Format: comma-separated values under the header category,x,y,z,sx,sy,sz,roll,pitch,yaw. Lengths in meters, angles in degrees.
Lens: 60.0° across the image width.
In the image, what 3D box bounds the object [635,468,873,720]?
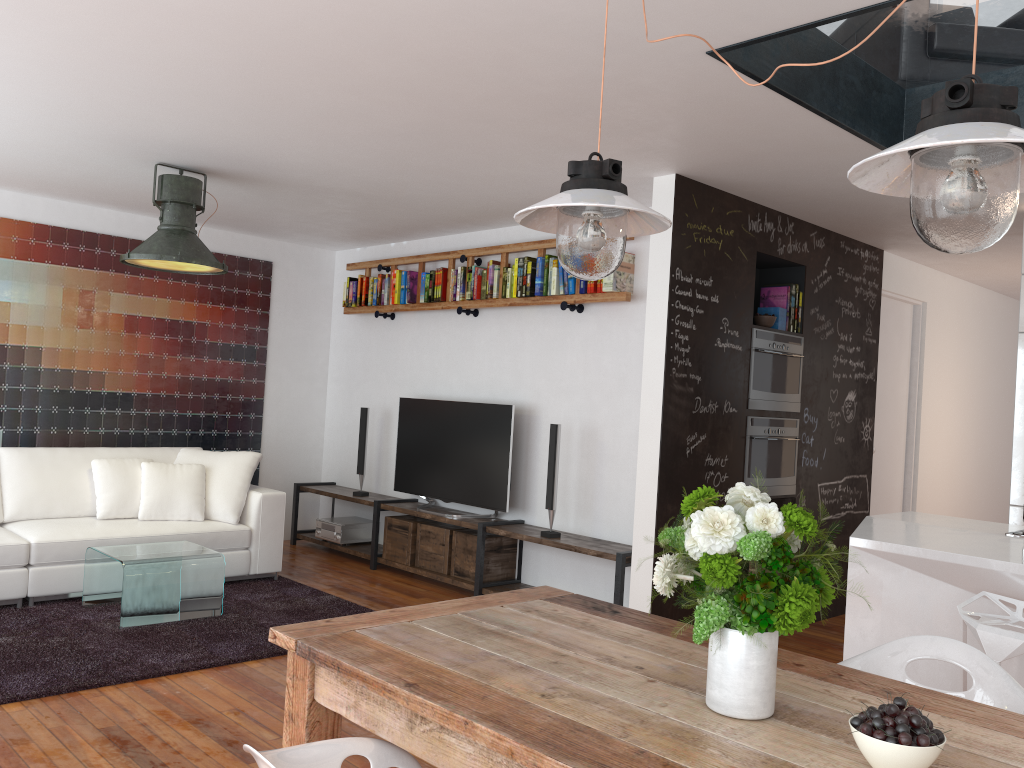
category,x,y,z,sx,sy,sz,roll,pitch,yaw
object,0.468,0.400,1.779,0.432,0.476,0.371,3,-1,-2

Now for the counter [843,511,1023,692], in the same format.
category,x,y,z,sx,sy,sz,roll,pitch,yaw
counter,2.272,1.050,2.957,0.956,0.903,2.289,4,-1,-44

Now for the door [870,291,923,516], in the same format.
category,x,y,z,sx,sy,sz,roll,pitch,yaw
door,2.759,0.467,6.536,0.823,2.236,0.120,4,-1,-44

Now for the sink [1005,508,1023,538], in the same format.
category,x,y,z,sx,sy,sz,roll,pitch,yaw
sink,2.235,0.487,3.399,0.459,0.570,0.492,4,-1,-44

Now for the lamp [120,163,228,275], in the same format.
category,x,y,z,sx,sy,sz,roll,pitch,yaw
lamp,-1.887,-0.937,5.013,0.572,0.561,0.572,4,-1,-39

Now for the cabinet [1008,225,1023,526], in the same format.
category,x,y,z,sx,sy,sz,roll,pitch,yaw
cabinet,3.822,0.359,4.164,0.946,2.506,2.404,4,-1,-44

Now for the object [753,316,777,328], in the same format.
category,x,y,z,sx,sy,sz,roll,pitch,yaw
object,1.492,-0.363,5.239,0.132,0.069,0.132,4,-1,-11

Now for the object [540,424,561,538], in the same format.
category,x,y,z,sx,sy,sz,roll,pitch,yaw
object,0.256,0.589,5.416,0.089,0.687,0.089,4,-1,-34

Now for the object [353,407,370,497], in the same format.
category,x,y,z,sx,sy,sz,roll,pitch,yaw
object,-1.157,0.528,6.915,0.089,0.687,0.089,3,-1,31

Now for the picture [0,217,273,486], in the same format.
category,x,y,z,sx,sy,sz,roll,pitch,yaw
picture,-3.040,-0.019,6.362,2.770,2.136,0.007,4,-1,-44

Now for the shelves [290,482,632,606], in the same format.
category,x,y,z,sx,sy,sz,roll,pitch,yaw
shelves,-0.468,1.135,6.221,0.414,0.506,3.473,4,-1,-44

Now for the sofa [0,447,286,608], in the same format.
category,x,y,z,sx,sy,sz,roll,pitch,yaw
sofa,-2.950,0.798,5.177,3.086,0.842,0.987,4,-1,-44

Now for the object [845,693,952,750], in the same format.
category,x,y,z,sx,sy,sz,roll,pitch,yaw
object,0.630,0.554,1.450,0.159,0.095,0.141,3,-1,32

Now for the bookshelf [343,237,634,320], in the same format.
category,x,y,z,sx,sy,sz,roll,pitch,yaw
bookshelf,-0.304,-0.718,6.329,0.161,0.465,2.983,4,-1,-44

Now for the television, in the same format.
category,x,y,z,sx,sy,sz,roll,pitch,yaw
television,-0.424,0.512,6.231,0.298,0.786,1.230,4,-1,-44

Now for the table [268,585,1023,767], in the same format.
category,x,y,z,sx,sy,sz,roll,pitch,yaw
table,0.398,1.003,1.769,0.969,0.735,1.910,4,-1,-44

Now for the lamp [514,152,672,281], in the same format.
category,x,y,z,sx,sy,sz,roll,pitch,yaw
lamp,0.191,-0.398,2.102,0.372,0.306,0.372,3,-1,40

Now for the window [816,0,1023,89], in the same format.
category,x,y,z,sx,sy,sz,roll,pitch,yaw
window,2.156,-1.312,2.511,1.546,0.035,2.700,4,-1,-44

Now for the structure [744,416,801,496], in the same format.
category,x,y,z,sx,sy,sz,roll,pitch,yaw
structure,1.551,0.430,5.223,0.585,0.462,0.052,4,-1,-44

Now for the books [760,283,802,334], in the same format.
category,x,y,z,sx,sy,sz,roll,pitch,yaw
books,1.652,-0.466,5.495,0.152,0.303,0.230,4,-1,-44

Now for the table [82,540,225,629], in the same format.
category,x,y,z,sx,sy,sz,roll,pitch,yaw
table,-1.987,1.089,4.919,0.551,0.337,0.565,4,-1,-44

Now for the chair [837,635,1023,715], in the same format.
category,x,y,z,sx,sy,sz,roll,pitch,yaw
chair,1.058,1.060,2.309,0.577,0.710,0.505,3,-1,36

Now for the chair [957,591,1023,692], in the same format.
category,x,y,z,sx,sy,sz,roll,pitch,yaw
chair,1.535,1.072,2.740,0.428,0.765,0.492,4,-1,-34

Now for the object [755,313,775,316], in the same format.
category,x,y,z,sx,sy,sz,roll,pitch,yaw
object,1.501,-0.396,5.233,0.116,0.042,0.077,4,-1,-31

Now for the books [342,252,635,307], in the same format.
category,x,y,z,sx,sy,sz,roll,pitch,yaw
books,0.856,-1.515,5.535,5.671,1.974,0.733,3,-1,35

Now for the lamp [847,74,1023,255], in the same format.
category,x,y,z,sx,sy,sz,roll,pitch,yaw
lamp,0.767,-0.372,1.502,0.372,0.306,0.372,3,-1,8

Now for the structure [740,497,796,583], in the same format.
category,x,y,z,sx,sy,sz,roll,pitch,yaw
structure,1.519,1.061,5.207,0.582,0.763,0.081,4,-1,-44

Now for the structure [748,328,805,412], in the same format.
category,x,y,z,sx,sy,sz,roll,pitch,yaw
structure,1.582,-0.072,5.231,0.585,0.462,0.052,4,-1,-44

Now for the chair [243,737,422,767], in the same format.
category,x,y,z,sx,sy,sz,roll,pitch,yaw
chair,-0.233,0.972,1.593,0.505,0.710,0.577,4,-1,-39

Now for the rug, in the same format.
category,x,y,z,sx,sy,sz,roll,pitch,yaw
rug,-2.310,1.241,4.480,3.193,0.019,1.895,4,-1,-44

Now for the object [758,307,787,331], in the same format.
category,x,y,z,sx,sy,sz,roll,pitch,yaw
object,1.571,-0.390,5.365,0.136,0.136,0.110,3,-1,39

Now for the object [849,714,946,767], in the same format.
category,x,y,z,sx,sy,sz,roll,pitch,yaw
object,0.627,0.604,1.449,0.146,0.079,0.146,4,-1,-35

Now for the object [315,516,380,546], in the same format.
category,x,y,z,sx,sy,sz,roll,pitch,yaw
object,-1.309,1.172,7.070,0.400,0.170,0.350,4,-1,-45
